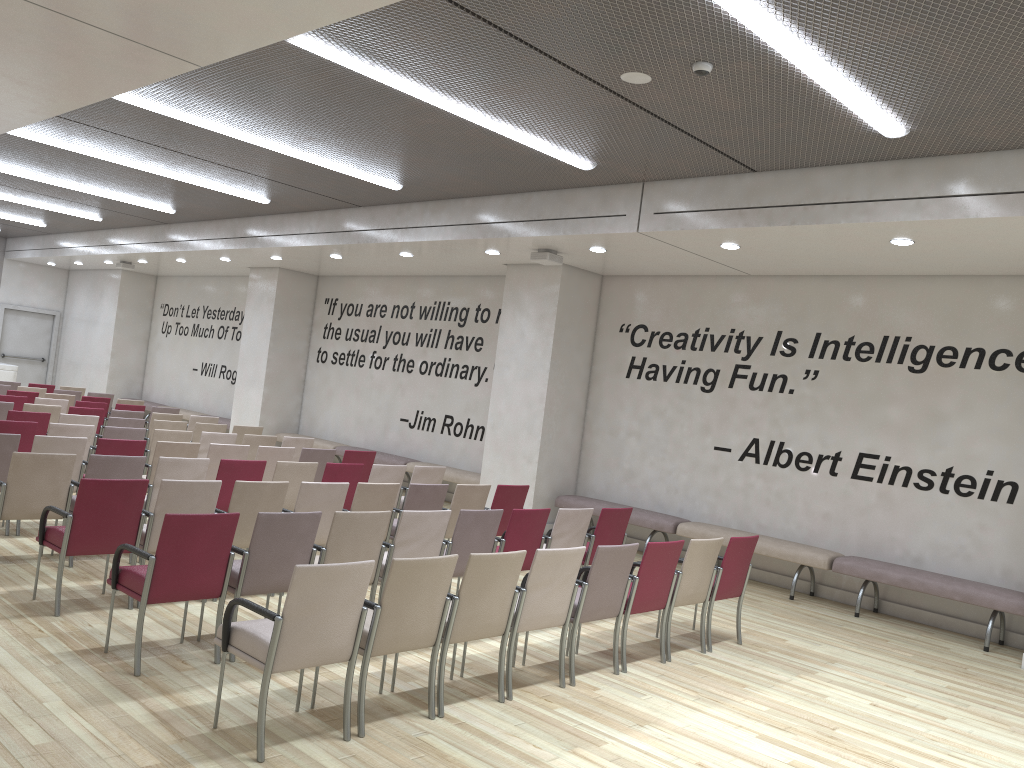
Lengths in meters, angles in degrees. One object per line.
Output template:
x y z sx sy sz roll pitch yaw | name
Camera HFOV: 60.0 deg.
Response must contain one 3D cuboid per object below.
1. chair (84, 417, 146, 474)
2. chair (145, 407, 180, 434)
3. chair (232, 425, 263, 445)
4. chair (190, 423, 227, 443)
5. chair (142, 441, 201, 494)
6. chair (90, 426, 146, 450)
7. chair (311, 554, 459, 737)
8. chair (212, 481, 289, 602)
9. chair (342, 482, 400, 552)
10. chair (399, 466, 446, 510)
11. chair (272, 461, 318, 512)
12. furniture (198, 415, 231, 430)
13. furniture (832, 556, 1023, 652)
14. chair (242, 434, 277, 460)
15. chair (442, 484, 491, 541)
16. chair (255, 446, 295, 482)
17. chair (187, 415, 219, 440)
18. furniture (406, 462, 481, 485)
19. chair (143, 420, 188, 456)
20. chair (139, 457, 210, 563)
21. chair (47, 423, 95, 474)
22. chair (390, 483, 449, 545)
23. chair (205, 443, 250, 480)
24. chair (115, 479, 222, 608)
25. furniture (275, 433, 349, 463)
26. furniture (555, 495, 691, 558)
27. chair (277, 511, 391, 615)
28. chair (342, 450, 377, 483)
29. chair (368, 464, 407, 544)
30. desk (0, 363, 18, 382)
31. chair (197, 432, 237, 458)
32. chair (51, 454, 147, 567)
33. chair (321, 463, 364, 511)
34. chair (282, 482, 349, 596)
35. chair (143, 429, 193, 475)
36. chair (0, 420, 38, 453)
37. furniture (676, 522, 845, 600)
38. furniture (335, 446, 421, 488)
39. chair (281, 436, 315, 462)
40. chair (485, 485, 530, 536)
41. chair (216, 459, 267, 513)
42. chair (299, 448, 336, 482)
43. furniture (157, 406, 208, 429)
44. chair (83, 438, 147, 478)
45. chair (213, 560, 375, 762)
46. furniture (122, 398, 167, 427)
-4.919 0.830 10.937 0.640 0.890 0.513 7 -1 44 | chair
-5.581 0.779 13.826 0.640 0.890 0.513 7 -1 43 | chair
-3.810 0.982 12.144 0.640 0.890 0.513 7 -1 43 | chair
-4.172 0.932 11.731 0.640 0.890 0.513 7 -1 42 | chair
-3.513 0.983 8.849 0.640 0.890 0.513 7 -1 43 | chair
-4.398 0.881 9.689 0.640 0.890 0.513 7 -1 43 | chair
-0.698 1.290 4.686 0.640 0.890 0.513 7 -1 42 | chair
-2.105 1.136 6.763 0.640 0.890 0.513 7 -1 44 | chair
-1.367 1.238 7.563 0.640 0.890 0.513 7 -1 43 | chair
-1.128 1.291 9.615 0.640 0.890 0.513 7 -1 43 | chair
-2.245 1.137 8.411 0.640 0.890 0.513 7 -1 43 | chair
-5.720 0.974 17.745 1.833 0.550 0.530 7 -1 43 | furniture
4.026 2.095 8.519 1.833 0.550 0.530 7 -1 43 | furniture
-3.290 1.034 10.898 0.640 0.890 0.513 7 -1 44 | chair
-0.613 1.342 8.377 0.640 0.890 0.513 7 -1 42 | chair
-2.766 1.085 9.650 0.640 0.890 0.513 7 -1 43 | chair
-4.693 0.881 12.981 0.640 0.890 0.513 7 -1 42 | chair
-0.852 1.534 13.137 1.833 0.550 0.530 7 -1 43 | furniture
-4.553 0.880 11.345 0.640 0.890 0.513 7 -1 43 | chair
-2.999 1.034 7.620 0.640 0.890 0.513 7 -1 44 | chair
-4.779 0.829 9.306 0.640 0.890 0.513 7 -1 43 | chair
-0.980 1.291 7.964 0.640 0.890 0.513 7 -1 44 | chair
-3.141 1.034 9.264 0.640 0.890 0.513 7 -1 44 | chair
-2.485 1.084 6.362 0.640 0.890 0.513 7 -1 43 | chair
-3.539 1.225 15.681 1.833 0.550 0.530 7 -1 43 | furniture
1.339 1.786 11.063 1.833 0.550 0.530 7 -1 43 | furniture
-1.218 1.238 5.925 0.640 0.890 0.513 7 -1 44 | chair
-2.008 1.189 10.454 0.640 0.890 0.513 7 -1 43 | chair
-1.504 1.239 9.216 0.640 0.890 0.513 7 -1 42 | chair
-12.257 -0.091 17.905 1.456 1.042 3.652 7 -1 43 | desk
-3.655 0.983 10.505 0.640 0.890 0.513 7 -1 44 | chair
-3.373 0.982 7.213 0.640 0.890 0.513 7 -1 44 | chair
-1.881 1.187 8.811 0.640 0.890 0.513 7 -1 43 | chair
-1.722 1.189 7.165 0.640 0.890 0.513 7 -1 44 | chair
-4.034 0.931 10.085 0.640 0.890 0.513 7 -1 43 | chair
-5.153 0.778 8.899 0.640 0.890 0.513 7 -1 43 | chair
2.684 1.941 9.789 1.833 0.550 0.530 7 -1 43 | furniture
-2.194 1.380 14.408 1.833 0.550 0.530 7 -1 43 | furniture
-2.919 1.084 11.290 0.640 0.890 0.513 7 -1 44 | chair
-0.243 1.392 8.766 0.640 0.890 0.513 7 -1 44 | chair
-2.621 1.086 8.014 0.640 0.890 0.513 7 -1 44 | chair
-2.401 1.136 10.058 0.640 0.890 0.513 7 -1 44 | chair
-7.062 0.820 19.015 1.833 0.550 0.530 7 -1 43 | furniture
-3.880 0.932 8.445 0.640 0.890 0.513 7 -1 43 | chair
-1.071 1.238 4.279 0.640 0.890 0.513 7 -1 43 | chair
-8.407 0.665 20.288 1.833 0.550 0.530 7 -1 43 | furniture
